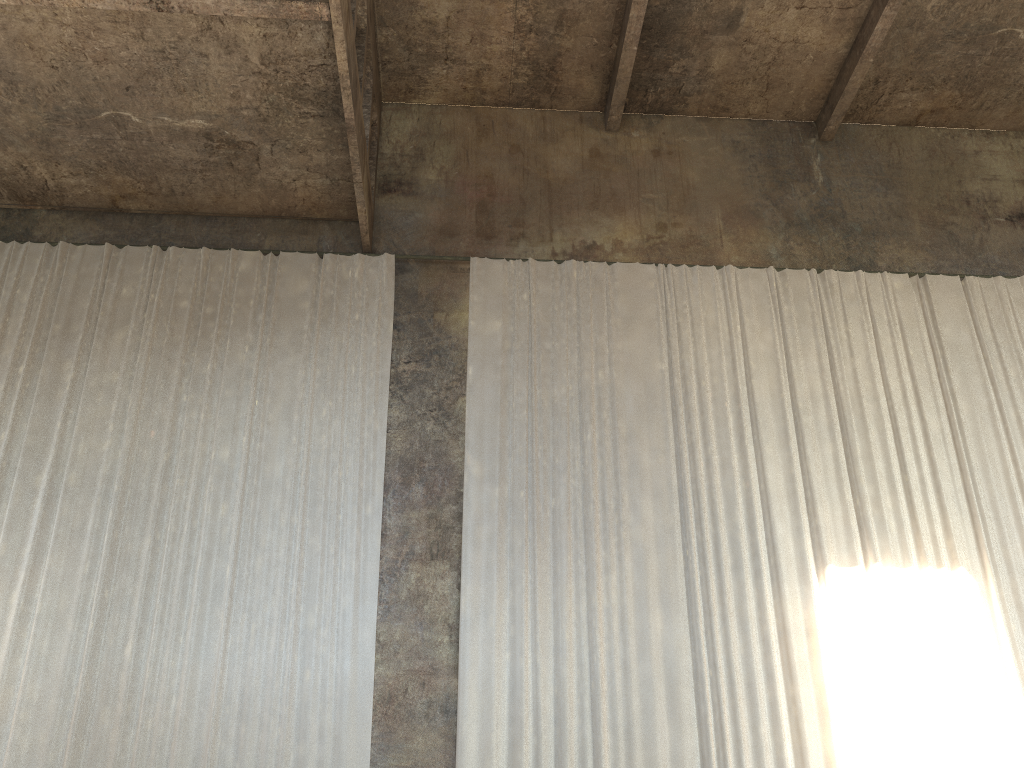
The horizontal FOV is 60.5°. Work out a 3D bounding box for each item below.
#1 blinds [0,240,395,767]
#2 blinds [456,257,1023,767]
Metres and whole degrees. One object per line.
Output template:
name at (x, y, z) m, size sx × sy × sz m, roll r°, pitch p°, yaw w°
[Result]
blinds at (-5.350, 1.923, 9.538) m, size 7.822 × 8.204 × 0.289 m, roll 1°, pitch -25°, yaw -3°
blinds at (3.279, 2.147, 10.092) m, size 7.822 × 8.204 × 0.289 m, roll 1°, pitch -25°, yaw -3°
